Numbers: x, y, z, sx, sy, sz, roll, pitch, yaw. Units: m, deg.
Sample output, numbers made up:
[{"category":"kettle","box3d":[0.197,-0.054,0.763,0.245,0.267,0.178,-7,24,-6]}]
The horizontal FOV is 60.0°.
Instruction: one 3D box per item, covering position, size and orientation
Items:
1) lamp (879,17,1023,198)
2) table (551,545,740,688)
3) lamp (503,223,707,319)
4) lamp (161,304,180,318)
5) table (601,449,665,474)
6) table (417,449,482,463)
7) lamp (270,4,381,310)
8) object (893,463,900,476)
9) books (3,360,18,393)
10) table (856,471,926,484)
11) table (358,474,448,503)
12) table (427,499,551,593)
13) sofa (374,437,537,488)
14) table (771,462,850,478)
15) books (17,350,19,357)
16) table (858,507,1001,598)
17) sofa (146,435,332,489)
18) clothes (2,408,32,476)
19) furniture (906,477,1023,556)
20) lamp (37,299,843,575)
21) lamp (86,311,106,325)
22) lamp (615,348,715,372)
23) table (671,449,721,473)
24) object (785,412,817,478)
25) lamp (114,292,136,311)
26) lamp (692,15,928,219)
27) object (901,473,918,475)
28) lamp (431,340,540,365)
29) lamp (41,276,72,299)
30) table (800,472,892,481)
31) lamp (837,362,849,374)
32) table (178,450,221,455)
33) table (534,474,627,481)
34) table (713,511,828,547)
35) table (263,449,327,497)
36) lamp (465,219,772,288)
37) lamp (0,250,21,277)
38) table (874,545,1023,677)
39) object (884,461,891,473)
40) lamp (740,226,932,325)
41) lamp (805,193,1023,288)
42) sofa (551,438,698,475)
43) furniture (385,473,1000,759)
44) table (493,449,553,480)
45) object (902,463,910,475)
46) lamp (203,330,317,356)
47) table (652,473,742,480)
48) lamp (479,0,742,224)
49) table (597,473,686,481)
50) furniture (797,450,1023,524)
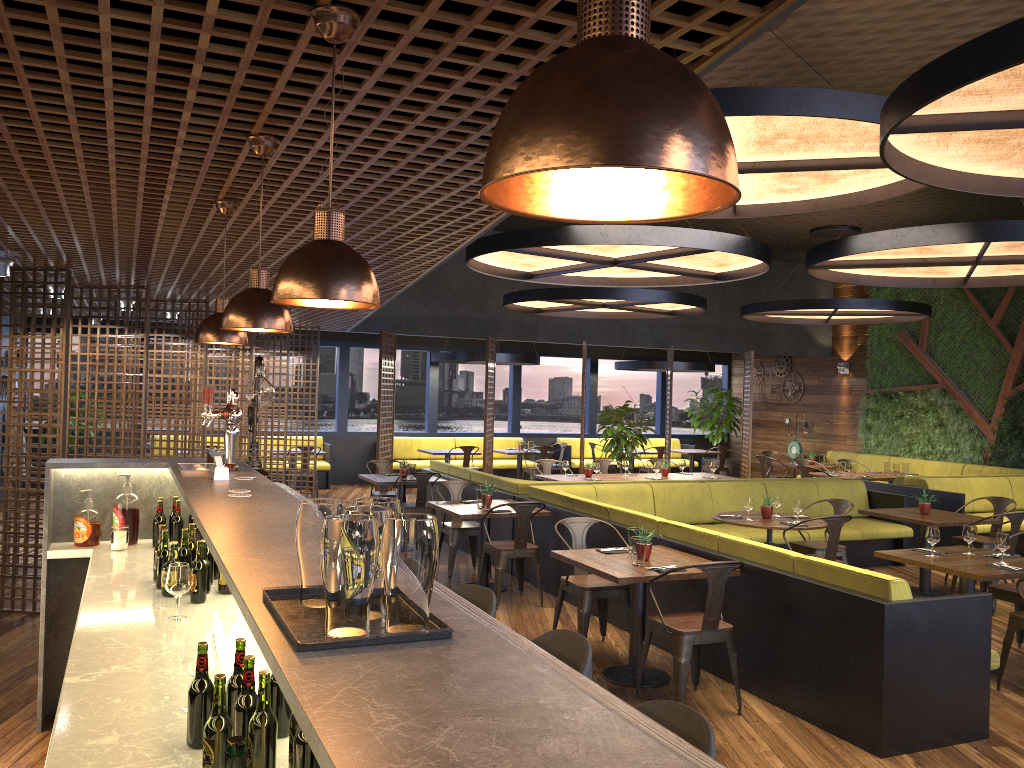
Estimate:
[{"category":"lamp","box3d":[3.001,-1.781,3.572,2.778,1.475,2.778,1,-1,31]},{"category":"table","box3d":[0.842,1.538,5.833,0.887,0.763,0.906,2,-1,-24]},{"category":"lamp","box3d":[1.284,-1.754,12.234,2.778,1.475,2.778,2,-1,-23]},{"category":"lamp","box3d":[-3.840,-0.808,10.010,0.228,0.172,0.228,2,-1,-24]},{"category":"table","box3d":[2.346,1.683,17.278,0.906,0.763,0.887,2,-1,-24]},{"category":"table","box3d":[-1.132,1.569,15.748,0.887,0.763,0.906,2,-1,-24]},{"category":"lamp","box3d":[-0.419,-0.519,2.049,0.250,0.673,0.250,2,-1,9]},{"category":"object","box3d":[5.715,1.272,13.179,0.102,0.178,0.102,2,-1,12]},{"category":"books","box3d":[-7.119,-0.095,12.617,0.223,0.489,0.286,2,-1,-32]},{"category":"table","box3d":[5.737,1.746,13.383,0.887,0.763,0.906,2,-1,-24]},{"category":"table","box3d":[-1.331,1.519,10.777,0.887,0.763,0.906,2,-1,-24]},{"category":"table","box3d":[-0.242,1.529,8.306,0.887,0.763,0.906,2,-1,-24]},{"category":"sofa","box3d":[-1.041,1.509,17.222,3.061,0.914,0.966,2,-1,-24]},{"category":"table","box3d":[5.010,1.739,14.908,0.887,0.763,0.906,2,-1,-24]},{"category":"books","box3d":[-7.388,-0.384,13.233,0.177,0.245,0.450,2,-1,-24]},{"category":"table","box3d":[4.051,1.656,8.661,0.887,0.763,0.906,2,-1,-24]},{"category":"sofa","box3d":[-4.770,1.387,15.586,3.061,0.914,0.966,2,-1,-24]},{"category":"clothes","box3d":[-7.257,1.001,13.021,0.401,1.494,0.423,2,-1,-28]},{"category":"furniture","box3d":[7.402,1.687,9.747,3.372,0.914,4.503,2,-1,-24]},{"category":"lamp","box3d":[-0.606,0.560,10.326,9.057,2.714,3.017,2,-1,-24]},{"category":"lamp","box3d":[-5.354,-0.839,11.400,0.228,0.172,0.228,2,-1,-24]},{"category":"lamp","box3d":[3.077,-1.351,17.742,1.979,2.172,1.979,2,-1,-39]},{"category":"table","box3d":[3.628,1.725,17.836,0.887,0.763,0.906,2,-1,-24]},{"category":"object","box3d":[5.756,1.360,17.705,0.459,1.615,0.848,2,-1,-24]},{"category":"lamp","box3d":[-3.855,-0.818,8.859,0.228,0.172,0.228,2,-1,-24]},{"category":"lamp","box3d":[1.492,-1.980,6.053,2.778,1.159,2.778,1,-1,27]},{"category":"object","box3d":[6.057,1.364,13.479,0.157,0.019,0.255,2,-1,-24]},{"category":"lamp","box3d":[-0.446,-1.465,16.197,1.979,2.172,1.979,1,-1,21]},{"category":"lamp","box3d":[-3.942,-0.831,7.675,0.228,0.172,0.228,2,-1,-24]},{"category":"table","box3d":[4.883,1.718,13.008,0.887,0.763,0.906,2,-1,-24]},{"category":"lamp","box3d":[6.381,-0.311,17.171,0.189,0.215,0.215,2,-1,-24]},{"category":"table","box3d":[-4.884,1.446,14.102,0.887,0.763,0.906,2,-1,-24]},{"category":"table","box3d":[0.869,1.588,11.413,0.906,0.763,0.887,2,-1,-24]},{"category":"table","box3d":[2.324,1.600,8.024,1.007,0.760,1.007,2,-1,14]},{"category":"table","box3d":[-3.603,1.488,14.664,0.887,0.763,0.906,2,-1,-24]},{"category":"lamp","box3d":[0.980,-1.798,8.233,2.778,1.475,2.778,2,-1,-20]},{"category":"lamp","box3d":[-3.530,-0.833,6.115,0.228,0.172,0.228,2,-1,-24]},{"category":"table","box3d":[3.212,1.610,6.222,0.906,0.763,0.887,2,-1,-24]},{"category":"object","box3d":[5.738,1.276,13.560,0.102,0.178,0.102,2,-1,-38]},{"category":"lamp","box3d":[5.002,-1.709,13.778,2.778,1.362,2.778,1,-1,31]},{"category":"lamp","box3d":[3.982,-1.717,7.559,2.778,1.475,2.778,1,-1,25]},{"category":"sofa","box3d":[2.427,1.623,18.744,3.061,0.914,0.966,2,-1,-24]},{"category":"furniture","box3d":[2.317,1.533,8.983,4.895,0.914,7.462,2,-1,-29]},{"category":"table","box3d":[0.149,1.611,16.315,0.906,0.763,0.887,2,-1,-24]},{"category":"object","box3d":[5.935,1.280,13.369,0.102,0.178,0.102,2,-1,-38]},{"category":"lamp","box3d":[-4.177,-1.587,14.560,1.979,2.172,1.979,2,-1,-17]},{"category":"table","box3d":[2.524,1.643,12.145,0.906,0.763,0.887,2,-1,-24]},{"category":"lamp","box3d":[0.103,-0.514,0.861,0.250,0.673,0.250,2,-1,9]},{"category":"table","box3d":[1.699,1.615,11.777,0.906,0.763,0.887,2,-1,-24]},{"category":"furniture","box3d":[5.543,1.670,13.994,3.378,0.916,4.755,2,-1,-24]}]
